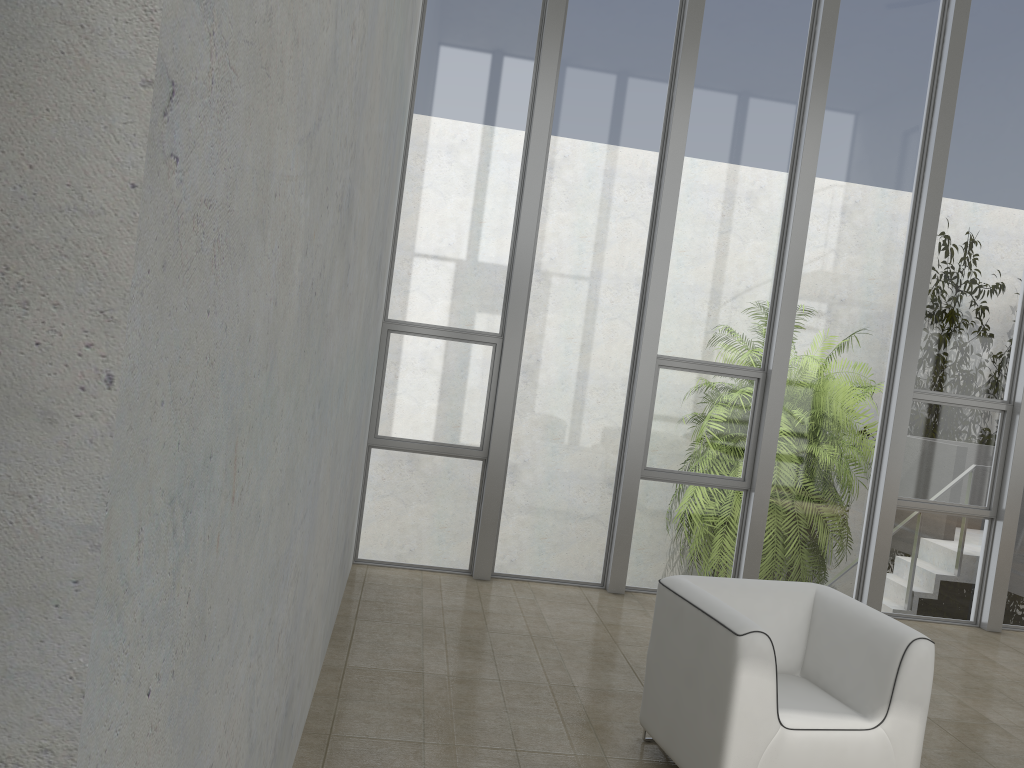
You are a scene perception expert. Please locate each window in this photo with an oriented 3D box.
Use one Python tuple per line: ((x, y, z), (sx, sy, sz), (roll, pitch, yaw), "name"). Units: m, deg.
((0.607, -1.478, 5.922), (0.741, 5.650, 0.010), (7, 2, -6), "window")
((2.409, -1.250, 6.122), (0.741, 5.650, 0.010), (7, 2, -6), "window")
((4.211, -1.023, 6.323), (0.741, 5.650, 0.010), (7, 2, -6), "window")
((1.510, -1.363, 6.007), (0.800, 5.700, 0.050), (7, 2, -6), "window")
((3.312, -1.136, 6.208), (0.800, 5.700, 0.050), (7, 2, -6), "window")
((-0.292, -1.591, 5.806), (0.800, 5.700, 0.050), (7, 2, -6), "window")

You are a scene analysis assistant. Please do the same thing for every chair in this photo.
((1.027, 1.149, 3.430), (0.829, 0.635, 0.720), (7, 2, -16), "chair")
